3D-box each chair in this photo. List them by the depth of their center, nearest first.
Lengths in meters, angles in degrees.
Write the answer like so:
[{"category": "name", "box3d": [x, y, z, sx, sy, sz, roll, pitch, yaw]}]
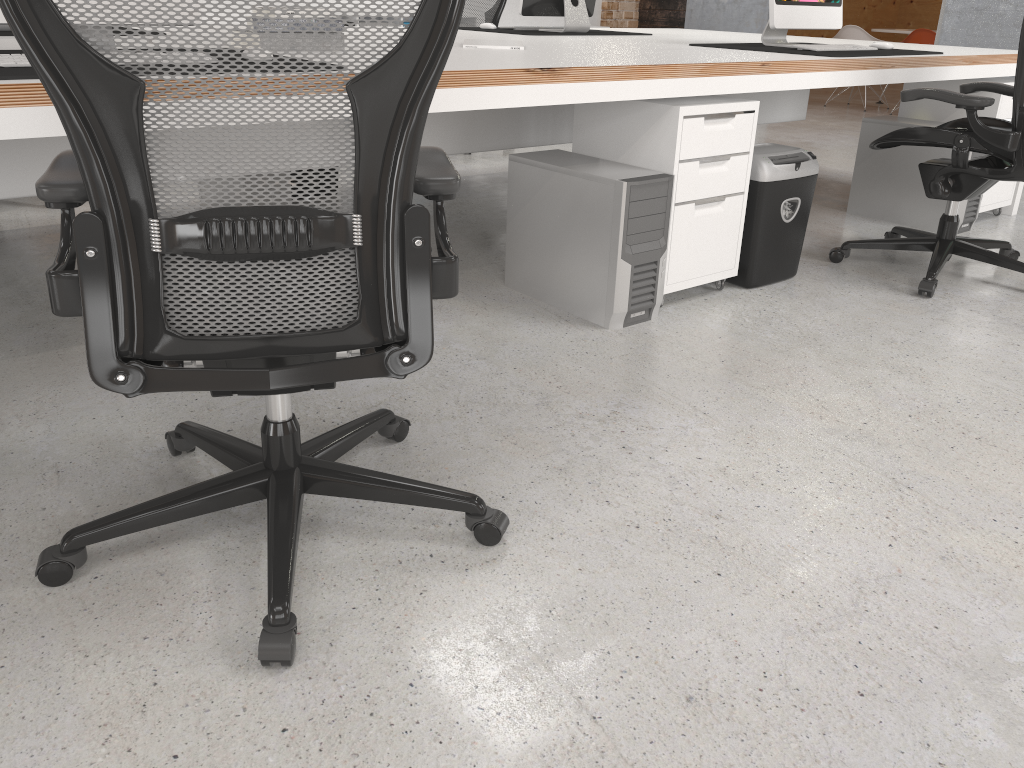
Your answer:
[{"category": "chair", "box3d": [-0.437, -0.228, 1.457, 0.773, 1.067, 0.803, -11, 26, -28]}, {"category": "chair", "box3d": [1.651, -0.922, 3.199, 0.796, 1.067, 0.780, 14, 25, 27]}, {"category": "chair", "box3d": [-0.346, -2.092, 5.705, 0.770, 1.067, 0.806, 2, 22, -1]}, {"category": "chair", "box3d": [3.860, -2.869, 8.177, 0.585, 0.764, 0.624, -19, 30, -41]}, {"category": "chair", "box3d": [3.416, -3.107, 8.684, 0.585, 0.764, 0.624, -19, 30, -41]}]

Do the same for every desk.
[{"category": "desk", "box3d": [-0.188, -0.984, 3.580, 5.143, 0.756, 2.338, -17, 30, -36]}, {"category": "desk", "box3d": [4.581, -3.091, 8.794, 1.004, 0.719, 2.022, -16, 29, -35]}]

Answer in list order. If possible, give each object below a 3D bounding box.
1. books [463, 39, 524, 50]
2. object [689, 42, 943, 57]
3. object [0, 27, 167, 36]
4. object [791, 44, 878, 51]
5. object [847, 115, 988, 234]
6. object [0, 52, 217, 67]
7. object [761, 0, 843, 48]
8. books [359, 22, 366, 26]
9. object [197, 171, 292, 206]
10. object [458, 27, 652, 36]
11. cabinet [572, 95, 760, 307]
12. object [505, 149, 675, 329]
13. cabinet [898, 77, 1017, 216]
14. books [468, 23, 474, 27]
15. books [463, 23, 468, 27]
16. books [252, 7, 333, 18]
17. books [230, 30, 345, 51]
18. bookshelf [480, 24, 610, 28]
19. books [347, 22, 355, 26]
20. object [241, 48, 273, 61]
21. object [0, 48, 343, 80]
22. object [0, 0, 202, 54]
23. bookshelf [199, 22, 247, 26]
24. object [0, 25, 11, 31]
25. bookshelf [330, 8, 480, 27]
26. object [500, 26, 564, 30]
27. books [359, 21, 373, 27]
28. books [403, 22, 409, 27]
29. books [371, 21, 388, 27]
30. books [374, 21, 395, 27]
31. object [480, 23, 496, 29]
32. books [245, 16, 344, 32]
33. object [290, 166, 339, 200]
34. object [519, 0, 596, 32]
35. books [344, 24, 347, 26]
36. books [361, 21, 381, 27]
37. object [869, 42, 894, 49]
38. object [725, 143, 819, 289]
[{"category": "books", "box3d": [-0.065, -1.183, 3.084, 0.205, 0.019, 0.248, 1, 24, -2]}, {"category": "object", "box3d": [1.251, -1.376, 3.639, 0.854, 0.008, 0.695, -17, 30, -37]}, {"category": "object", "box3d": [-1.727, -1.220, 3.051, 0.854, 0.008, 0.695, -17, 30, -37]}, {"category": "object", "box3d": [1.292, -1.342, 3.534, 0.442, 0.017, 0.120, -17, 30, -36]}, {"category": "object", "box3d": [1.901, -0.983, 4.130, 0.222, 0.447, 0.547, -15, 28, -36]}, {"category": "object", "box3d": [-0.860, -0.693, 1.888, 0.442, 0.017, 0.120, -17, 30, -36]}, {"category": "object", "box3d": [1.180, -1.636, 3.625, 0.487, 0.477, 0.192, -16, 28, -36]}, {"category": "books", "box3d": [-1.232, -2.724, 6.997, 0.062, 0.257, 0.234, -15, 28, -36]}, {"category": "object", "box3d": [-1.206, -1.002, 3.929, 0.222, 0.447, 0.550, -15, 28, -36]}, {"category": "object", "box3d": [0.193, -1.800, 4.520, 0.854, 0.008, 0.695, -17, 30, -37]}, {"category": "cabinet", "box3d": [0.494, -0.647, 3.017, 0.390, 0.637, 0.465, -15, 28, -36]}, {"category": "object", "box3d": [0.236, -0.480, 2.856, 0.222, 0.447, 0.547, -15, 28, -36]}, {"category": "cabinet", "box3d": [2.159, -1.150, 4.292, 0.390, 0.637, 0.465, -15, 28, -36]}, {"category": "books", "box3d": [-0.421, -2.962, 7.602, 0.062, 0.257, 0.234, -15, 28, -36]}, {"category": "books", "box3d": [-0.472, -2.946, 7.563, 0.062, 0.257, 0.234, -15, 28, -36]}, {"category": "books", "box3d": [-0.649, -1.096, 2.610, 0.186, 0.029, 0.154, -18, 30, -38]}, {"category": "books", "box3d": [-0.669, -1.023, 2.634, 0.273, 0.049, 0.202, -18, 31, -38]}, {"category": "bookshelf", "box3d": [0.195, -2.970, 8.231, 1.554, 0.673, 0.404, -17, 29, -36]}, {"category": "books", "box3d": [-1.309, -2.697, 6.931, 0.062, 0.257, 0.234, -15, 28, -36]}, {"category": "object", "box3d": [-0.600, -0.773, 2.076, 0.059, 0.028, 0.107, -17, 30, -37]}, {"category": "object", "box3d": [-0.900, -0.727, 1.994, 0.853, 0.008, 0.695, -17, 30, -36]}, {"category": "object", "box3d": [-0.972, -0.987, 1.979, 0.487, 0.477, 0.192, -16, 28, -36]}, {"category": "bookshelf", "box3d": [-2.217, -2.241, 6.386, 1.554, 0.673, 0.404, -17, 29, -36]}, {"category": "object", "box3d": [-1.649, -1.405, 2.877, 0.487, 0.477, 0.192, -16, 28, -36]}, {"category": "bookshelf", "box3d": [-1.004, -2.660, 7.291, 1.554, 0.786, 0.404, -16, 28, -36]}, {"category": "object", "box3d": [0.142, -1.853, 4.604, 0.442, 0.017, 0.120, -17, 30, -36]}, {"category": "books", "box3d": [-1.183, -2.739, 7.035, 0.062, 0.257, 0.234, -15, 28, -36]}, {"category": "books", "box3d": [-0.915, -2.813, 7.224, 0.062, 0.257, 0.234, -15, 28, -36]}, {"category": "books", "box3d": [-1.082, -2.769, 7.112, 0.062, 0.257, 0.234, -15, 28, -36]}, {"category": "books", "box3d": [-1.031, -2.784, 7.151, 0.062, 0.257, 0.234, -15, 28, -36]}, {"category": "object", "box3d": [-0.117, -1.784, 4.412, 0.059, 0.028, 0.107, -15, 29, -35]}, {"category": "books", "box3d": [-0.641, -1.062, 2.610, 0.258, 0.044, 0.196, -7, 25, -20]}, {"category": "object", "box3d": [-1.021, -1.137, 4.236, 0.340, 0.458, 0.253, -16, 28, -36]}, {"category": "object", "box3d": [0.269, -1.984, 4.345, 0.487, 0.477, 0.192, -16, 28, -36]}, {"category": "books", "box3d": [-1.359, -2.682, 6.892, 0.062, 0.257, 0.234, -15, 28, -36]}, {"category": "books", "box3d": [-1.132, -2.754, 7.073, 0.062, 0.257, 0.234, -15, 28, -36]}, {"category": "object", "box3d": [1.551, -1.423, 3.722, 0.059, 0.028, 0.107, -17, 30, -37]}, {"category": "object", "box3d": [0.892, -0.608, 3.183, 0.340, 0.458, 0.253, -16, 28, -36]}]
